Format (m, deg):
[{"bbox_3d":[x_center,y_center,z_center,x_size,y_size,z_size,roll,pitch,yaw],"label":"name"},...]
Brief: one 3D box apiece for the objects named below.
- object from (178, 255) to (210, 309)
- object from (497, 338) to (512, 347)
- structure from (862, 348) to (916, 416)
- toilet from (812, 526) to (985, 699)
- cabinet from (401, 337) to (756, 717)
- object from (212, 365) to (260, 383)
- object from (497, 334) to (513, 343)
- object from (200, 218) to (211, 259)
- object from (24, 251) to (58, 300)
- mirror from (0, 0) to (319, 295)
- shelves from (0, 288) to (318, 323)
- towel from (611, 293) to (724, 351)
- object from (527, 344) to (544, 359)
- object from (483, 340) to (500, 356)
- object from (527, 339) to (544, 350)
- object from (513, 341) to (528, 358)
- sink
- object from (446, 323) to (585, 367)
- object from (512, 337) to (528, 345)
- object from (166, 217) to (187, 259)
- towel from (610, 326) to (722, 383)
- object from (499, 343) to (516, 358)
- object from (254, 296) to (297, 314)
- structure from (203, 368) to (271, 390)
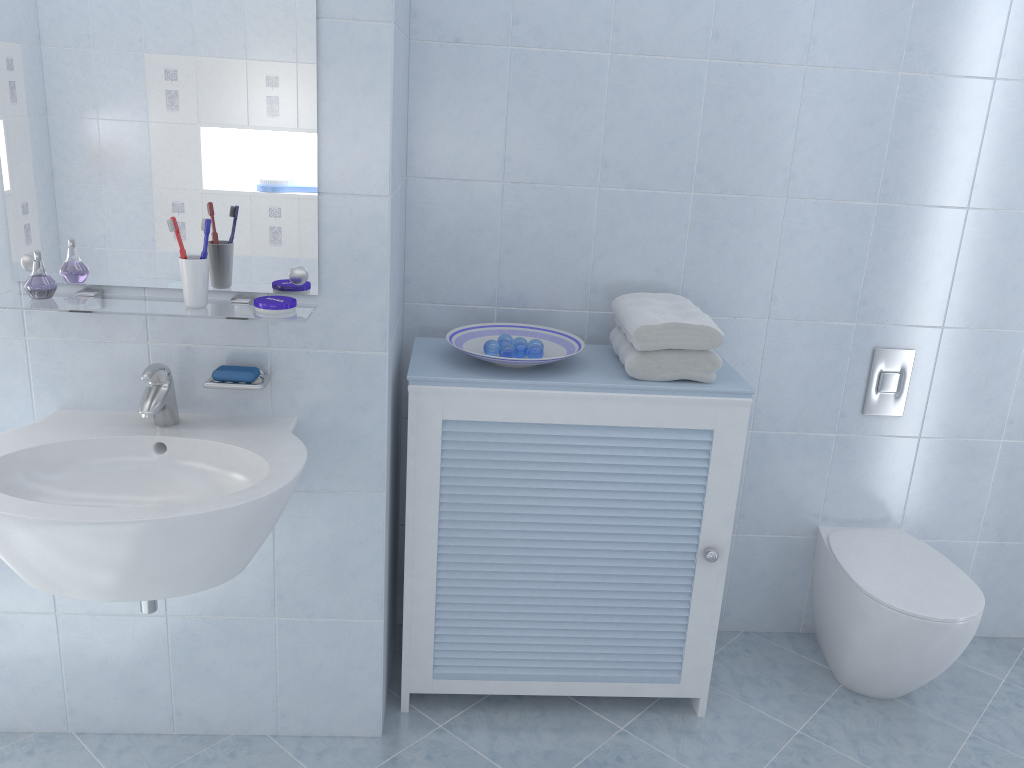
[{"bbox_3d":[-0.626,-0.201,1.754,0.058,0.100,0.058,4,18,3],"label":"object"},{"bbox_3d":[-0.021,-0.094,2.218,0.042,0.042,0.042,7,18,12],"label":"object"},{"bbox_3d":[1.081,-0.004,2.545,0.120,0.200,0.010,2,18,-4],"label":"structure"},{"bbox_3d":[1.058,0.685,2.498,0.337,0.388,0.519,2,18,-4],"label":"toilet"},{"bbox_3d":[0.131,0.387,2.358,0.819,0.921,0.389,2,18,-4],"label":"cabinet"},{"bbox_3d":[-0.579,-0.021,1.864,0.090,0.027,0.060,3,18,-1],"label":"object"},{"bbox_3d":[-0.017,-0.107,2.260,0.042,0.042,0.042,7,18,12],"label":"object"},{"bbox_3d":[-0.610,-0.238,1.736,0.054,0.175,0.012,10,19,20],"label":"object"},{"bbox_3d":[-0.933,-0.216,1.751,0.059,0.094,0.059,-7,20,-31],"label":"object"},{"bbox_3d":[-0.698,-0.523,1.748,0.620,0.680,0.012,2,18,-4],"label":"mirror"},{"bbox_3d":[-0.714,-0.145,1.785,0.620,0.045,0.170,2,18,-4],"label":"shelves"},{"bbox_3d":[0.383,-0.154,2.208,0.227,0.086,0.324,2,18,-4],"label":"towel"},{"bbox_3d":[0.057,-0.077,2.175,0.042,0.042,0.042,7,18,12],"label":"object"},{"bbox_3d":[-0.050,-0.088,2.185,0.042,0.042,0.042,7,18,12],"label":"object"},{"bbox_3d":[0.059,-0.092,2.217,0.042,0.042,0.042,7,18,12],"label":"object"},{"bbox_3d":[0.020,-0.084,2.196,0.042,0.042,0.042,7,18,12],"label":"object"},{"bbox_3d":[-0.724,0.236,1.723,0.634,0.489,0.533,2,18,-4],"label":"sink"},{"bbox_3d":[0.007,-0.085,2.208,0.344,0.054,0.344,-6,20,-29],"label":"object"},{"bbox_3d":[0.019,-0.097,2.237,0.042,0.042,0.042,7,18,12],"label":"object"},{"bbox_3d":[-0.642,-0.235,1.718,0.012,0.178,0.050,15,21,33],"label":"object"},{"bbox_3d":[0.376,-0.091,2.243,0.226,0.083,0.324,2,18,-4],"label":"towel"},{"bbox_3d":[-0.011,-0.078,2.166,0.042,0.042,0.042,7,18,12],"label":"object"},{"bbox_3d":[-0.476,-0.160,1.785,0.083,0.020,0.083,5,18,3],"label":"object"},{"bbox_3d":[-0.580,-0.006,1.878,0.124,0.034,0.092,2,18,-4],"label":"structure"}]
